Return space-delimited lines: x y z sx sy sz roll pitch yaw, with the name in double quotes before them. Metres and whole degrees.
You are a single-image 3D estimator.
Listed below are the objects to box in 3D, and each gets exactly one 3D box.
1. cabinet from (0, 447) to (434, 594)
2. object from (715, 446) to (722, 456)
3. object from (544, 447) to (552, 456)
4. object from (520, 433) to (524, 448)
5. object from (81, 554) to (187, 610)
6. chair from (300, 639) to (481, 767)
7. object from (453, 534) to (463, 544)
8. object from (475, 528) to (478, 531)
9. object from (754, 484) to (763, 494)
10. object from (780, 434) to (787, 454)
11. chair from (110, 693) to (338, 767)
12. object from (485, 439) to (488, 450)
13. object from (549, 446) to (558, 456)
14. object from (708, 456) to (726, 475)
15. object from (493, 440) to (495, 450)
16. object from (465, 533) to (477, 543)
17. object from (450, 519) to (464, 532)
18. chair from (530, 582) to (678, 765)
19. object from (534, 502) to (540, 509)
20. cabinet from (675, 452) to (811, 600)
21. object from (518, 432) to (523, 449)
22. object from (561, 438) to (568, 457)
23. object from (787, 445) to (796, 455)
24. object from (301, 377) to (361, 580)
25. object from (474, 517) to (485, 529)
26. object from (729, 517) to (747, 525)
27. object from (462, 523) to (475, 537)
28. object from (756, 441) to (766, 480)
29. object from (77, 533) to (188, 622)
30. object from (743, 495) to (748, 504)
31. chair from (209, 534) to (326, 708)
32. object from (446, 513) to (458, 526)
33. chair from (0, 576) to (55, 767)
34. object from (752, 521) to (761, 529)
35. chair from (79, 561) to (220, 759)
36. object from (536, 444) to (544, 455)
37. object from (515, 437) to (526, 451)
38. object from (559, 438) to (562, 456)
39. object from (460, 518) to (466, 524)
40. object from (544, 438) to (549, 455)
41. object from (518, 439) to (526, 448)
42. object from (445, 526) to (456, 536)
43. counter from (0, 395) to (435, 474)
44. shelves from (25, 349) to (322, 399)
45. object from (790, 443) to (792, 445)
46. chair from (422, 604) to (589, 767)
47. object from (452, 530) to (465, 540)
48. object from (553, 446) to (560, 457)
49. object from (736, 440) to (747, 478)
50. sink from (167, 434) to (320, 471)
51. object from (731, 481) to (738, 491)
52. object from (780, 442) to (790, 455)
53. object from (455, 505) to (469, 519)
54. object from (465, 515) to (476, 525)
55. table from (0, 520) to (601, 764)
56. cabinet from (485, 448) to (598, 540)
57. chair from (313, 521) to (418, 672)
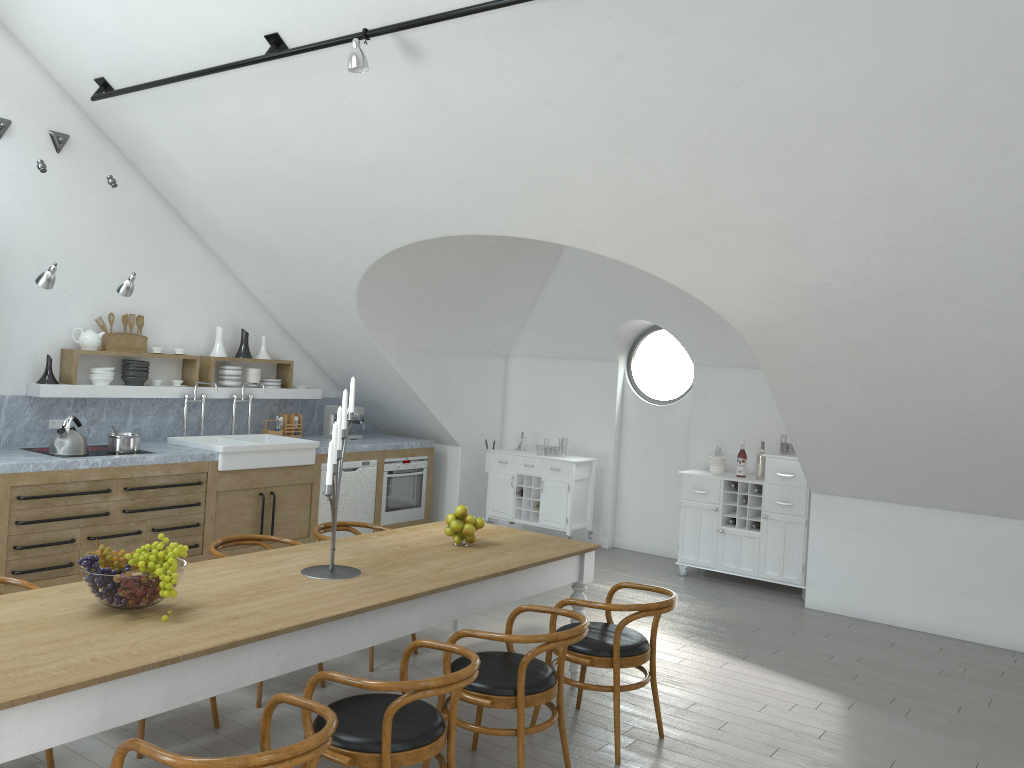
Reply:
"cabinet" -3.045 1.062 6.612 1.004 1.022 6.423 4 1 35
"object" 1.881 0.679 8.153 0.115 0.209 0.065 3 0 38
"object" 0.355 0.667 8.719 0.077 0.085 0.077 4 0 23
"object" 0.107 0.588 9.130 0.024 0.164 0.039 4 -1 -42
"object" -1.394 0.742 3.263 0.360 0.159 0.360 4 1 16
"chair" -0.434 1.315 3.156 0.622 0.735 0.527 4 0 35
"object" -0.284 0.820 4.684 0.050 0.050 0.051 4 0 39
"object" -0.213 0.760 4.765 0.076 0.076 0.077 3 0 2
"object" 2.165 0.905 7.647 0.088 0.085 0.359 4 1 35
"object" 2.318 0.518 7.568 0.048 0.169 0.048 4 0 -22
"chair" -0.821 1.305 2.540 0.622 0.735 0.527 4 0 39
"object" -0.239 0.703 9.083 0.088 0.269 0.029 3 -1 9
"object" 0.412 0.665 8.792 0.094 0.093 0.093 4 0 23
"object" 1.830 0.726 7.912 0.157 0.160 0.154 3 0 -27
"object" -0.195 0.706 9.051 0.029 0.269 0.088 4 0 -28
"object" -0.220 0.816 4.714 0.064 0.063 0.063 3 0 -44
"object" -0.289 0.744 4.652 0.071 0.064 0.072 4 0 29
"chair" 0.473 1.347 4.289 0.622 0.735 0.527 4 0 38
"object" 0.313 1.194 8.718 0.082 0.083 0.316 4 1 35
"cabinet" 2.094 1.160 7.762 1.243 1.154 0.609 4 0 35
"object" 0.089 0.584 9.161 0.039 0.175 0.054 3 -1 35
"object" 0.512 0.626 8.701 0.063 0.187 0.063 3 0 21
"object" 2.373 0.564 7.536 0.077 0.085 0.077 4 0 43
"object" -0.769 0.406 4.033 0.266 0.875 0.774 3 0 9
"object" -0.175 0.741 4.721 0.063 0.063 0.062 3 0 -2
"object" 2.009 1.195 7.757 0.156 0.085 0.331 4 1 36
"object" -0.228 0.767 4.659 0.071 0.072 0.070 3 0 0
"object" 2.170 0.665 7.699 0.085 0.331 0.085 3 0 -6
"object" -1.377 0.681 3.237 0.394 0.284 0.292 3 0 -1
"object" 2.080 1.005 7.720 0.085 0.085 0.330 4 1 35
"chair" -1.341 1.228 4.754 0.622 0.735 0.527 4 0 39
"object" -0.319 0.723 4.718 0.066 0.071 0.072 3 0 5
"chair" -2.180 1.202 3.570 0.622 0.735 0.527 4 0 35
"object" 2.146 1.208 7.650 0.081 0.081 0.358 4 1 33
"chair" -1.712 1.219 4.126 0.622 0.735 0.527 4 0 32
"object" 0.271 0.652 8.735 0.081 0.105 0.082 3 0 -41
"object" 0.092 0.620 9.150 0.101 0.138 0.067 3 0 35
"object" 0.484 0.627 8.758 0.054 0.179 0.054 3 0 13
"object" -0.254 0.727 4.753 0.053 0.051 0.053 3 0 6
"object" 0.339 0.623 8.783 0.048 0.169 0.048 3 0 23
"object" 0.099 0.601 9.156 0.097 0.137 0.029 3 0 39
"object" -0.327 0.778 4.693 0.060 0.056 0.059 4 0 30
"counter" -2.971 0.243 6.693 0.962 0.620 6.570 4 1 35
"shelves" -3.398 -0.581 6.415 0.480 1.362 5.546 3 1 30
"object" 2.362 0.557 7.627 0.094 0.093 0.093 3 0 -22
"chair" -0.001 1.329 3.740 0.622 0.735 0.527 4 0 31
"object" -0.283 0.804 4.751 0.080 0.074 0.078 3 0 -10
"object" 0.437 0.666 8.704 0.071 0.099 0.071 3 0 -31
"object" 2.027 0.655 7.808 0.081 0.330 0.081 3 -1 31
"sink" -2.244 0.566 7.450 0.728 0.202 1.020 4 1 35
"object" 2.001 0.888 7.774 0.093 0.094 0.359 4 1 36
"object" 2.302 0.550 7.487 0.081 0.105 0.082 3 0 -16
"object" -0.267 0.679 4.717 0.072 0.074 0.072 4 0 35
"object" -0.222 0.722 4.692 0.053 0.057 0.058 3 0 -40
"table" -0.907 1.237 3.883 1.019 0.799 3.346 4 1 35
"cabinet" 0.248 1.094 8.839 1.135 0.789 0.496 4 0 35
"chair" -0.915 1.242 5.338 0.622 0.735 0.527 4 0 32
